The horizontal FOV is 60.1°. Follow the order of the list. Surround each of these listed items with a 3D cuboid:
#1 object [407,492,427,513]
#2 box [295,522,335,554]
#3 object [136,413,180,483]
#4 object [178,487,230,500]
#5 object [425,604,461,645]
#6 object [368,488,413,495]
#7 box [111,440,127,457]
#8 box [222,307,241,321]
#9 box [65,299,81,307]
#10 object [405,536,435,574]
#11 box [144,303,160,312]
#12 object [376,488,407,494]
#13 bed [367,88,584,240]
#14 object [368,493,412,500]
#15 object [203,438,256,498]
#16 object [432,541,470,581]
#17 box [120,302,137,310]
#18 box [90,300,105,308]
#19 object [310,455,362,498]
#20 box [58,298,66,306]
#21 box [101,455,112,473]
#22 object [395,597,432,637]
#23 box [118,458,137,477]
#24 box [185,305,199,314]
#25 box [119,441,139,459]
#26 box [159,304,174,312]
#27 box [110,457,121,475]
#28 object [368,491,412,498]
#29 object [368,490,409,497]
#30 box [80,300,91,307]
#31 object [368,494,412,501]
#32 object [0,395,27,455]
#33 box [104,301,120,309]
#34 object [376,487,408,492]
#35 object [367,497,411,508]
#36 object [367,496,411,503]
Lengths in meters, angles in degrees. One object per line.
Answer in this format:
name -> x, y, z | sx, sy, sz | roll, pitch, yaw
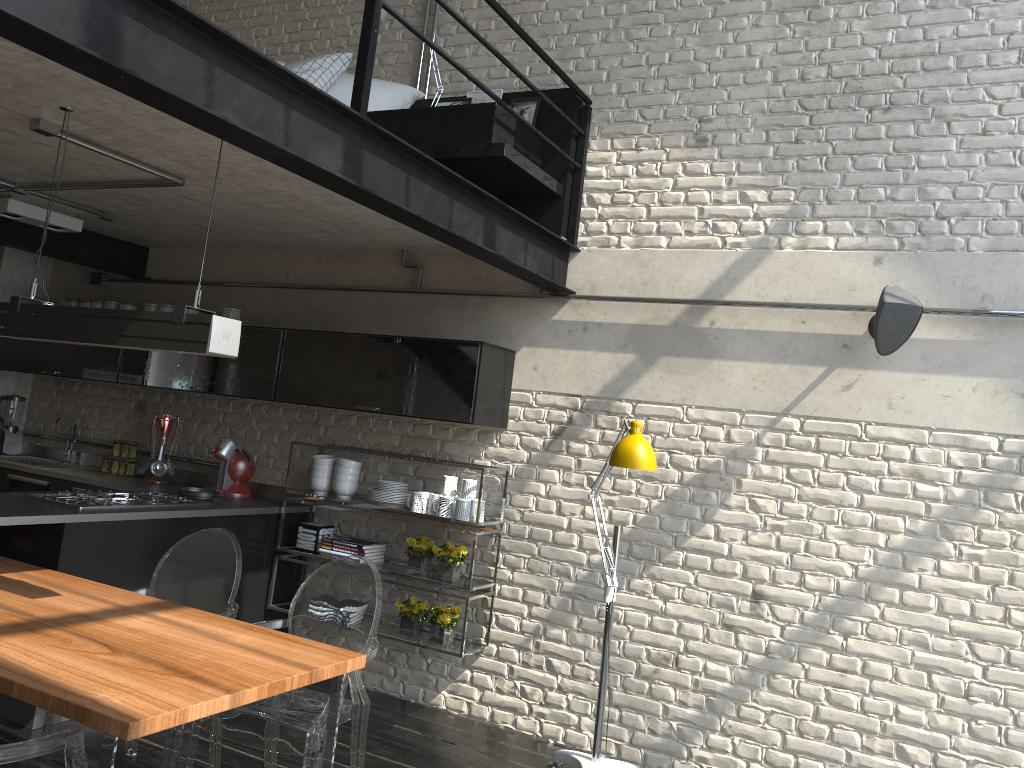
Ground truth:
object -> -0.497, 0.623, 4.678 | 0.082, 0.101, 0.108 | 9, -5, -29
box -> -1.112, 0.867, 4.994 | 0.150, 0.151, 0.149 | 4, -5, 27
object -> -2.227, 0.405, 5.605 | 0.202, 0.429, 0.209 | 1, -8, 42
object -> -1.733, 0.616, 4.930 | 0.225, 0.050, 0.310 | 9, -4, -34
object -> -0.353, 1.235, 4.584 | 0.174, 0.193, 0.182 | 11, -7, -40
object -> -0.658, 0.598, 4.823 | 0.251, 0.031, 0.250 | 7, -3, -4
box -> -2.573, 0.424, 5.809 | 0.081, 0.111, 0.080 | 6, -5, 2
box -> -1.718, -0.406, 5.409 | 0.081, 0.111, 0.080 | 4, -6, 27
box -> -2.997, -0.521, 6.047 | 0.081, 0.111, 0.080 | 4, -6, 27
object -> -0.487, 0.903, 4.702 | 0.174, 0.193, 0.182 | 11, -7, -40
box -> -2.320, -0.460, 5.710 | 0.081, 0.111, 0.080 | 4, -6, 27
object -> -0.656, 0.592, 4.824 | 0.171, 0.030, 0.169 | 5, -4, 32
bed -> -2.237, -1.480, 4.642 | 4.487, 0.847, 2.675 | 5, -4, 27
object -> -0.661, 0.622, 4.821 | 0.251, 0.031, 0.250 | 7, -3, -4
object -> -1.674, 0.497, 5.291 | 0.220, 0.343, 0.347 | 6, -5, 11
object -> -0.317, 0.918, 4.617 | 0.175, 0.193, 0.181 | 3, -6, 39
box -> -2.525, -0.479, 5.815 | 0.081, 0.111, 0.080 | 4, -6, 27
box -> -2.778, -0.501, 5.943 | 0.081, 0.111, 0.080 | 4, -6, 27
object -> -1.006, 0.522, 5.027 | 0.310, 0.218, 0.149 | 5, -6, 24
box -> -3.075, -0.528, 6.100 | 0.081, 0.111, 0.080 | 4, -6, 27
box -> -2.637, 0.528, 5.808 | 0.081, 0.111, 0.080 | 3, -6, 32
object -> -0.518, 1.220, 4.664 | 0.175, 0.193, 0.181 | 3, -6, 39
box -> -2.490, 0.541, 5.733 | 0.081, 0.111, 0.080 | 3, -7, 37
box -> -2.027, -0.434, 5.563 | 0.081, 0.111, 0.080 | 4, -6, 27
box -> -2.497, 0.431, 5.770 | 0.081, 0.111, 0.080 | 4, -6, 22
box -> -2.200, -0.449, 5.648 | 0.081, 0.111, 0.080 | 4, -6, 27
box -> -2.559, 0.535, 5.772 | 0.081, 0.111, 0.080 | 4, -6, 22
object -> -0.660, 0.614, 4.821 | 0.251, 0.031, 0.250 | 7, -3, -4
object -> -0.659, 0.606, 4.822 | 0.251, 0.031, 0.250 | 7, -3, -4
box -> -2.864, -0.509, 5.984 | 0.081, 0.111, 0.080 | 4, -6, 27
object -> -0.662, 0.630, 4.820 | 0.251, 0.031, 0.250 | 7, -3, -4
object -> -3.581, 0.284, 6.270 | 0.162, 0.426, 0.221 | 3, -7, 27
box -> -2.656, -0.490, 5.882 | 0.081, 0.111, 0.080 | 4, -6, 27
object -> -0.655, 0.583, 4.825 | 0.171, 0.030, 0.169 | 5, -4, 32
object -> -0.664, 0.646, 4.818 | 0.251, 0.031, 0.250 | 7, -3, -4
object -> -0.663, 0.638, 4.819 | 0.251, 0.031, 0.250 | 7, -3, -4
